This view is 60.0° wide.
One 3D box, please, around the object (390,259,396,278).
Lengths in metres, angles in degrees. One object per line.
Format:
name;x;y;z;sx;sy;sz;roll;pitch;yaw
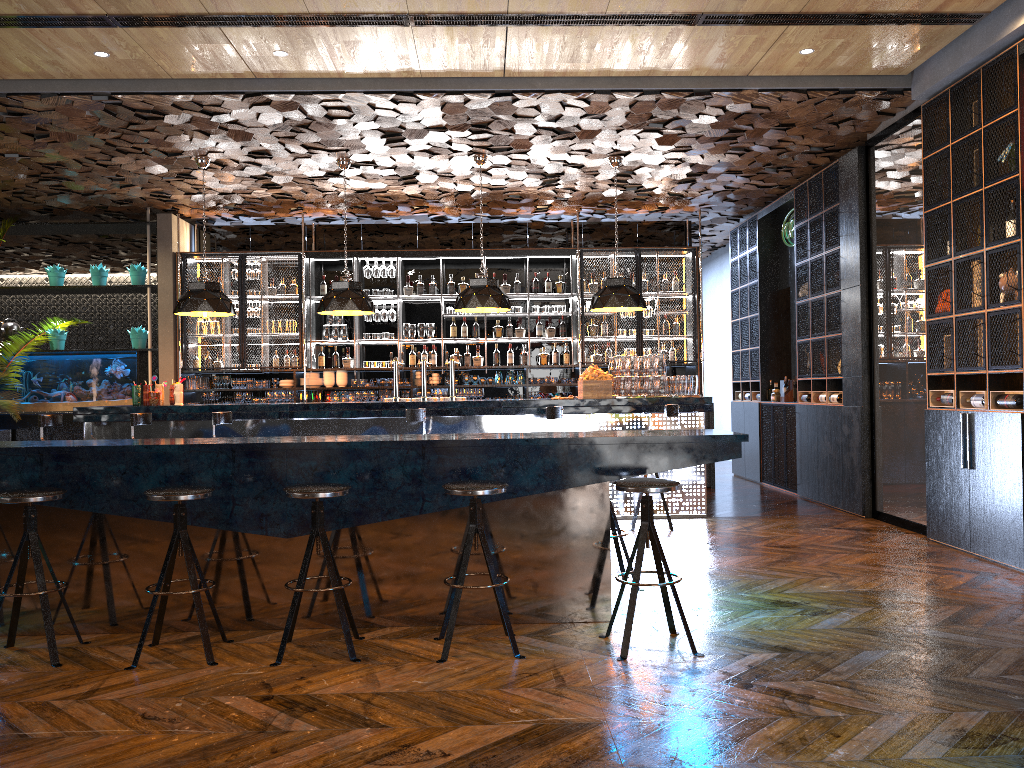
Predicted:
object;-1.579;-1.527;11.695;0.092;0.244;0.092;-1;-1;-41

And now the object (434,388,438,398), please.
object;-0.982;0.173;11.435;0.058;0.234;0.058;-1;-1;41

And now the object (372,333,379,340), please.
object;-1.783;-0.616;11.567;0.089;0.092;0.089;-1;0;-24

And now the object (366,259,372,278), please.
object;-1.891;-1.522;11.685;0.092;0.244;0.092;-1;-1;-41

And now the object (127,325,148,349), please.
object;-4.813;-0.598;11.432;0.265;0.325;0.245;-1;0;-8

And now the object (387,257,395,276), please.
object;-1.573;-1.528;11.530;0.092;0.244;0.092;-1;-1;-41

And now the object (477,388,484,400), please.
object;-0.407;0.167;11.465;0.091;0.229;0.091;-1;0;-30

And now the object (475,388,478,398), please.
object;-0.467;0.169;11.577;0.091;0.229;0.091;-1;0;-8

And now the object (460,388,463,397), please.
object;-0.658;0.172;11.573;0.091;0.229;0.091;-1;0;19

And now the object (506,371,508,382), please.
object;-0.029;-0.080;11.540;0.101;0.172;0.115;-1;0;28

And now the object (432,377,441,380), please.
object;-0.984;-0.059;11.489;0.094;0.069;0.106;-1;-1;40

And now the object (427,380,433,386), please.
object;-1.040;-0.012;11.576;0.106;0.067;0.094;-1;-1;-40

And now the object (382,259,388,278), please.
object;-1.682;-1.526;11.691;0.092;0.244;0.092;-1;-1;-41

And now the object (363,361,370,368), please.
object;-1.889;-0.249;11.539;0.089;0.092;0.089;-1;0;-30

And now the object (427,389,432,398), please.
object;-1.082;0.178;11.447;0.108;0.227;0.108;-1;-1;-31

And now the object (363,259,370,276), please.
object;-1.886;-1.524;11.520;0.092;0.244;0.092;-1;-1;-41

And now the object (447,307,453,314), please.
object;-0.812;-0.956;11.576;0.089;0.092;0.089;-1;0;24

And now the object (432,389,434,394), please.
object;-1.086;0.180;11.688;0.108;0.227;0.108;-1;-1;34

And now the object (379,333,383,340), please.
object;-1.716;-0.617;11.681;0.089;0.092;0.089;-1;-1;30

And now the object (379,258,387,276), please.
object;-1.677;-1.527;11.527;0.092;0.244;0.092;-1;-1;-41

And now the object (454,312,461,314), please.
object;-0.711;-0.958;11.573;0.089;0.092;0.089;-1;0;-30

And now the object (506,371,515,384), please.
object;-0.020;-0.081;11.412;0.115;0.172;0.101;-1;0;-17

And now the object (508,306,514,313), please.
object;-0.019;-0.969;11.590;0.089;0.092;0.089;-1;-1;-39

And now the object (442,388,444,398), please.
object;-0.918;0.173;11.541;0.058;0.234;0.058;-1;-1;31

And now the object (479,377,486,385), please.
object;-0.380;-0.038;11.438;0.098;0.097;0.098;-1;0;-22

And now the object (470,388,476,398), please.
object;-0.503;0.168;11.464;0.091;0.229;0.091;-1;0;26

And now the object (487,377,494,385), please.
object;-0.276;-0.040;11.436;0.098;0.097;0.098;-1;-1;32

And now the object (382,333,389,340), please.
object;-1.638;-0.619;11.511;0.089;0.092;0.089;-1;0;-17

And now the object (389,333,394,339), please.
object;-1.597;-0.618;11.693;0.089;0.092;0.089;-1;0;-17

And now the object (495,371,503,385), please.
object;-0.163;-0.079;11.417;0.115;0.172;0.101;-1;0;28

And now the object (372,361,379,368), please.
object;-1.769;-0.251;11.530;0.089;0.092;0.089;-1;-1;-39

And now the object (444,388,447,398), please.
object;-0.855;0.172;11.429;0.049;0.231;0.049;-1;0;10

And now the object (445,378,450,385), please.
object;-0.832;-0.032;11.411;0.058;0.099;0.067;-1;-1;44

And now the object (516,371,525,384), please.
object;0.112;-0.083;11.424;0.101;0.172;0.115;-1;0;28

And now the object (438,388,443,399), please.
object;-0.925;0.172;11.446;0.058;0.234;0.058;-1;0;2

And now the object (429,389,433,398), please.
object;-1.082;0.179;11.566;0.108;0.227;0.108;-1;-1;-37

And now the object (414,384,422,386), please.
object;-1.197;0.013;11.494;0.149;0.022;0.149;-1;-1;-33

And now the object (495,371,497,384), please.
object;-0.172;-0.078;11.537;0.115;0.172;0.101;-1;0;8

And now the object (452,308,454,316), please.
object;-0.794;-0.955;11.741;0.089;0.092;0.089;-1;0;-30

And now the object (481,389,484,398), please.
object;-0.407;0.169;11.697;0.091;0.229;0.091;-1;0;-4

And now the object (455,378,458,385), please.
object;-0.737;-0.032;11.558;0.058;0.099;0.067;-1;0;11

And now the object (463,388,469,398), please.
object;-0.595;0.170;11.462;0.091;0.229;0.091;0;-1;-44

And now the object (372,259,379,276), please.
object;-1.776;-1.525;11.524;0.092;0.244;0.092;-1;-1;-41

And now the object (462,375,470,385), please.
object;-0.589;-0.049;11.455;0.100;0.125;0.100;-1;-1;37

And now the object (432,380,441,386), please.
object;-0.981;-0.014;11.485;0.106;0.067;0.094;-1;0;-14

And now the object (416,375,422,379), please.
object;-1.196;-0.084;11.493;0.107;0.070;0.094;-1;0;29

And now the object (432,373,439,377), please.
object;-0.987;-0.104;11.479;0.094;0.068;0.106;-1;0;-2

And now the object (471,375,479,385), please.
object;-0.478;-0.051;11.460;0.108;0.126;0.108;-1;-1;33

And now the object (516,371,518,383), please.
object;0.103;-0.081;11.668;0.115;0.172;0.101;-1;0;8

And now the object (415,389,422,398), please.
object;-1.197;0.180;11.443;0.108;0.227;0.108;-1;0;-10

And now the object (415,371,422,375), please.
object;-1.207;-0.128;11.493;0.094;0.069;0.106;-1;0;4

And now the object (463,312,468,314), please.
object;-0.597;-0.959;11.615;0.089;0.092;0.089;-1;0;-12

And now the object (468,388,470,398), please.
object;-0.562;0.170;11.576;0.091;0.229;0.091;-1;-1;30

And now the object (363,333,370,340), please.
object;-1.899;-0.614;11.608;0.089;0.092;0.089;-1;0;-24

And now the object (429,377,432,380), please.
object;-1.034;-0.058;11.575;0.094;0.069;0.105;-1;0;-25

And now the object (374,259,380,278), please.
object;-1.781;-1.524;11.688;0.092;0.244;0.092;-1;-1;-41
